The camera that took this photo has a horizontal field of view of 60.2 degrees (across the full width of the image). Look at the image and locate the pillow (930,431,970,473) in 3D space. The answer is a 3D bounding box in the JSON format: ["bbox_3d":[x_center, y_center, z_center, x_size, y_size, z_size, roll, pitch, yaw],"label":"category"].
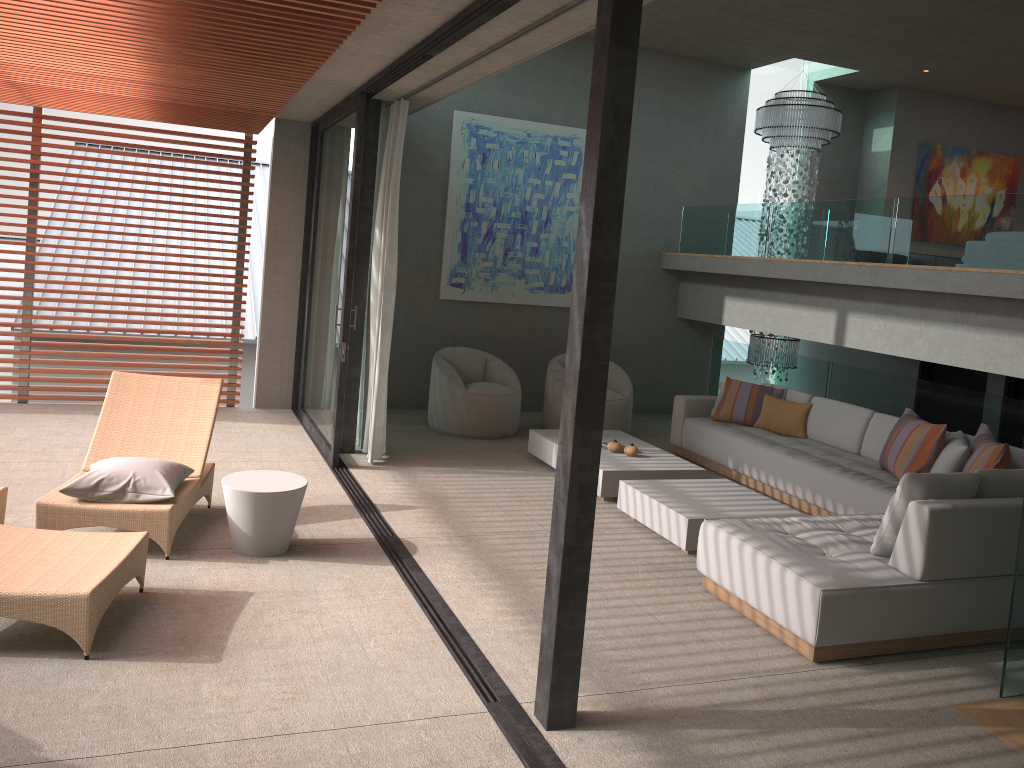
[{"bbox_3d":[3.052,0.548,6.189,0.239,0.403,0.596,7,7,21],"label":"pillow"}]

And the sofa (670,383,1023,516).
[{"bbox_3d":[2.634,0.579,7.116,1.047,0.748,3.491,2,8,-21],"label":"sofa"}]

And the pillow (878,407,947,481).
[{"bbox_3d":[2.913,0.468,6.477,0.311,0.491,0.742,5,7,2],"label":"pillow"}]

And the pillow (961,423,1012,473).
[{"bbox_3d":[3.150,0.559,5.906,0.280,0.501,0.699,7,7,21],"label":"pillow"}]

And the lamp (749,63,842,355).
[{"bbox_3d":[3.367,-1.973,10.816,0.998,3.918,1.006,2,5,-41],"label":"lamp"}]

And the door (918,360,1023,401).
[{"bbox_3d":[1.487,0.896,1.812,5.813,4.448,15.337,10,10,40],"label":"door"}]

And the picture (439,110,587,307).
[{"bbox_3d":[0.092,-1.923,9.932,1.717,2.038,0.030,3,4,-21],"label":"picture"}]

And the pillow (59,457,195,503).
[{"bbox_3d":[-2.153,0.528,4.991,0.594,0.193,0.599,4,8,-10],"label":"pillow"}]

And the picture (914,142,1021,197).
[{"bbox_3d":[5.970,-2.440,11.606,1.748,1.243,0.030,2,4,-21],"label":"picture"}]

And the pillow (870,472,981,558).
[{"bbox_3d":[2.128,0.675,4.550,0.491,0.481,0.268,3,5,-21],"label":"pillow"}]

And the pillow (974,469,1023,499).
[{"bbox_3d":[2.577,0.678,4.722,0.491,0.495,0.240,3,5,-21],"label":"pillow"}]

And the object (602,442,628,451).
[{"bbox_3d":[0.819,0.516,7.330,0.439,0.039,0.155,9,9,24],"label":"object"}]

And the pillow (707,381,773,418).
[{"bbox_3d":[2.192,0.198,8.420,0.619,0.418,0.312,7,5,15],"label":"pillow"}]

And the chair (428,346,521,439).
[{"bbox_3d":[-0.360,0.071,8.841,0.921,0.783,0.928,3,7,-17],"label":"chair"}]

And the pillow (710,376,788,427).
[{"bbox_3d":[2.209,0.185,8.221,0.657,0.439,0.341,8,6,22],"label":"pillow"}]

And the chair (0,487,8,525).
[{"bbox_3d":[-3.055,0.583,3.677,0.700,0.821,2.313,5,8,-3],"label":"chair"}]

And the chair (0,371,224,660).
[{"bbox_3d":[-2.147,0.521,4.650,0.700,0.821,2.314,4,8,-7],"label":"chair"}]

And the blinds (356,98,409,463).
[{"bbox_3d":[-1.374,-1.003,8.153,0.222,2.907,2.446,4,6,-22],"label":"blinds"}]

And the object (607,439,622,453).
[{"bbox_3d":[0.838,0.503,7.195,0.119,0.105,0.120,3,6,-17],"label":"object"}]

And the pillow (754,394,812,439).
[{"bbox_3d":[2.443,0.292,7.946,0.465,0.323,0.226,9,6,31],"label":"pillow"}]

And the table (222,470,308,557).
[{"bbox_3d":[-1.421,0.745,5.046,0.474,0.391,0.479,0,8,-40],"label":"table"}]

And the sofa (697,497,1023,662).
[{"bbox_3d":[1.963,0.870,4.769,1.593,0.729,1.022,2,7,-21],"label":"sofa"}]

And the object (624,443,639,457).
[{"bbox_3d":[0.961,0.527,7.104,0.119,0.105,0.120,6,6,13],"label":"object"}]

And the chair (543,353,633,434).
[{"bbox_3d":[0.799,0.120,9.193,0.922,0.783,0.927,5,6,2],"label":"chair"}]
